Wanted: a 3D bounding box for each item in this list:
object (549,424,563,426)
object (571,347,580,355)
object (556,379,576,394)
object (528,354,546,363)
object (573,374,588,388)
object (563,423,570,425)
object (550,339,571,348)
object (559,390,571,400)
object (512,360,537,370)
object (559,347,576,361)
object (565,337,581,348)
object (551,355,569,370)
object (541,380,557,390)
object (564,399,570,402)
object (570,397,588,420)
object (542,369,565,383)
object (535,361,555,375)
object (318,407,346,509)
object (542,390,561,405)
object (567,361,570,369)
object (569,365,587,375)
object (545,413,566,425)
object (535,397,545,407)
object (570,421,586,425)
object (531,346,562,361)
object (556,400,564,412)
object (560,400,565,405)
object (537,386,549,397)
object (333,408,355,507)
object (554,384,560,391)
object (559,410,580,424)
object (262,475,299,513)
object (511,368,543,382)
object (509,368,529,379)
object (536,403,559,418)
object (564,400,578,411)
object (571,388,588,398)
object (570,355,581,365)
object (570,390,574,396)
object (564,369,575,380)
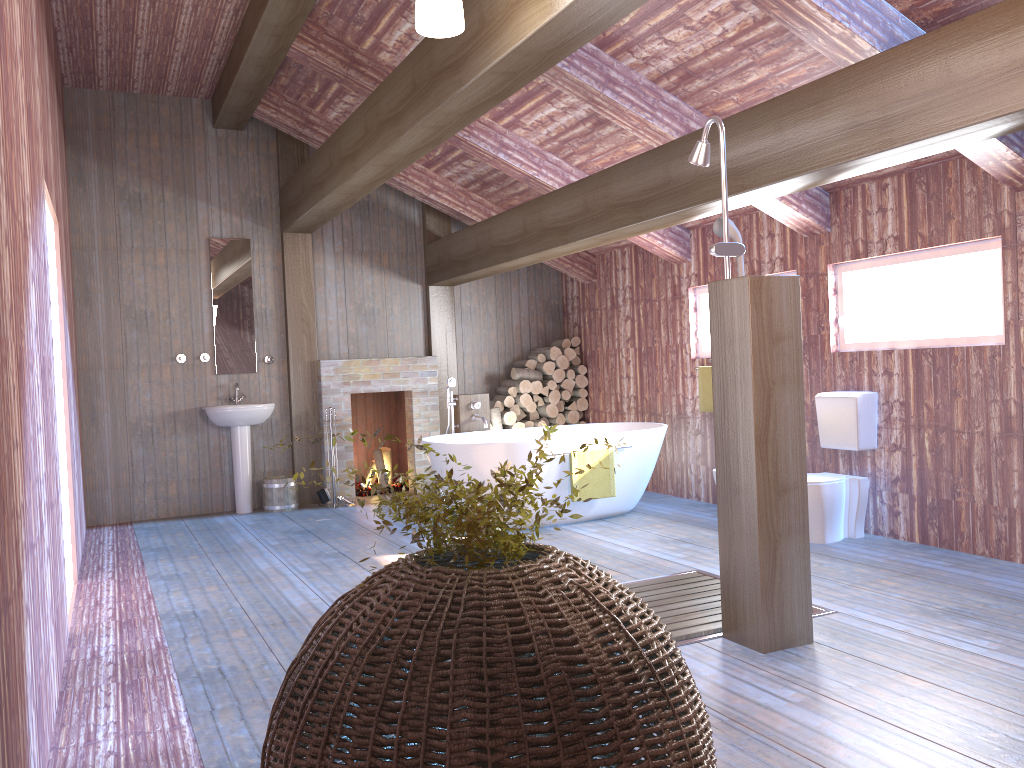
[{"bbox_3d":[0.422,0.453,8.903,0.116,0.117,0.289,-3,1,-27],"label":"object"},{"bbox_3d":[0.587,-0.336,9.073,0.081,0.100,0.281,-3,1,-25],"label":"object"},{"bbox_3d":[0.459,0.024,8.986,0.172,0.151,0.482,-3,1,-24],"label":"object"},{"bbox_3d":[0.247,-0.256,8.843,0.094,0.097,0.227,-3,1,-24],"label":"object"},{"bbox_3d":[0.604,-0.031,9.027,0.147,0.152,0.439,-3,1,-25],"label":"object"},{"bbox_3d":[0.469,0.447,9.068,0.118,0.106,0.319,-3,1,-27],"label":"object"},{"bbox_3d":[0.491,-0.393,9.009,0.104,0.121,0.270,-3,1,-24],"label":"object"},{"bbox_3d":[0.444,0.107,8.944,0.102,0.109,0.438,-3,1,-25],"label":"object"},{"bbox_3d":[0.127,-0.181,8.904,0.140,0.121,0.319,-3,1,-24],"label":"object"},{"bbox_3d":[0.485,-0.294,8.990,0.133,0.142,0.456,-3,1,-24],"label":"object"},{"bbox_3d":[0.586,-0.422,9.056,0.112,0.113,0.271,-3,1,-25],"label":"object"},{"bbox_3d":[0.399,-0.213,8.927,0.141,0.143,0.437,-3,1,-27],"label":"object"},{"bbox_3d":[0.303,0.007,8.876,0.102,0.109,0.438,-3,1,-25],"label":"object"},{"bbox_3d":[0.516,0.149,8.967,0.067,0.069,0.177,-3,1,-25],"label":"object"},{"bbox_3d":[0.613,0.254,9.037,0.137,0.256,0.439,-3,1,-25],"label":"object"},{"bbox_3d":[0.369,-0.075,8.912,0.143,0.151,0.440,-3,1,-25],"label":"object"},{"bbox_3d":[0.269,-0.159,8.885,0.139,0.148,0.458,-3,1,-25],"label":"object"},{"bbox_3d":[-1.628,0.647,7.895,0.276,0.888,0.333,-2,1,17],"label":"object"},{"bbox_3d":[0.328,0.134,8.892,0.136,0.157,0.439,-3,1,-24],"label":"object"},{"bbox_3d":[0.468,-0.179,9.071,0.132,0.119,0.319,-3,1,-24],"label":"object"},{"bbox_3d":[0.613,-0.145,9.027,0.102,0.109,0.438,-3,1,-25],"label":"object"},{"bbox_3d":[0.413,0.346,8.904,0.114,0.113,0.301,-3,1,-27],"label":"object"},{"bbox_3d":[0.231,0.172,8.850,0.085,0.096,0.280,-3,1,-24],"label":"object"},{"bbox_3d":[0.606,0.440,9.046,0.139,0.137,0.455,-3,1,-27],"label":"object"},{"bbox_3d":[0.341,-0.302,8.919,0.135,0.139,0.456,-3,1,-24],"label":"object"},{"bbox_3d":[0.403,0.218,8.912,0.111,0.118,0.302,-3,1,-26],"label":"object"},{"bbox_3d":[0.464,0.189,8.941,0.065,0.069,0.177,-3,1,-26],"label":"object"},{"bbox_3d":[0.226,0.082,8.839,0.109,0.124,0.424,-3,1,-26],"label":"object"},{"bbox_3d":[-1.532,0.645,7.870,0.206,0.871,0.126,-2,1,18],"label":"object"},{"bbox_3d":[0.381,0.051,8.893,0.095,0.090,0.278,-3,1,-24],"label":"object"},{"bbox_3d":[0.513,0.330,8.987,0.137,0.133,0.437,-3,1,-27],"label":"object"},{"bbox_3d":[-2.033,0.964,7.788,0.309,0.290,0.308,-3,1,-15],"label":"object"},{"bbox_3d":[0.144,-0.088,8.692,0.302,0.157,0.121,-3,1,-24],"label":"object"},{"bbox_3d":[0.083,-0.094,8.882,0.113,0.130,0.291,-3,1,-24],"label":"object"},{"bbox_3d":[0.295,0.260,8.875,0.141,0.143,0.437,-3,1,-27],"label":"object"},{"bbox_3d":[0.511,0.213,8.978,0.115,0.112,0.423,-3,1,-25],"label":"object"},{"bbox_3d":[0.619,0.087,9.029,0.102,0.109,0.438,-3,1,-25],"label":"object"},{"bbox_3d":[0.590,-0.240,9.057,0.107,0.115,0.269,-3,1,-24],"label":"object"},{"bbox_3d":[0.544,0.091,9.043,0.088,0.092,0.280,-3,1,-24],"label":"object"},{"bbox_3d":[0.496,-0.094,8.970,0.089,0.106,0.437,-3,1,-24],"label":"object"}]
